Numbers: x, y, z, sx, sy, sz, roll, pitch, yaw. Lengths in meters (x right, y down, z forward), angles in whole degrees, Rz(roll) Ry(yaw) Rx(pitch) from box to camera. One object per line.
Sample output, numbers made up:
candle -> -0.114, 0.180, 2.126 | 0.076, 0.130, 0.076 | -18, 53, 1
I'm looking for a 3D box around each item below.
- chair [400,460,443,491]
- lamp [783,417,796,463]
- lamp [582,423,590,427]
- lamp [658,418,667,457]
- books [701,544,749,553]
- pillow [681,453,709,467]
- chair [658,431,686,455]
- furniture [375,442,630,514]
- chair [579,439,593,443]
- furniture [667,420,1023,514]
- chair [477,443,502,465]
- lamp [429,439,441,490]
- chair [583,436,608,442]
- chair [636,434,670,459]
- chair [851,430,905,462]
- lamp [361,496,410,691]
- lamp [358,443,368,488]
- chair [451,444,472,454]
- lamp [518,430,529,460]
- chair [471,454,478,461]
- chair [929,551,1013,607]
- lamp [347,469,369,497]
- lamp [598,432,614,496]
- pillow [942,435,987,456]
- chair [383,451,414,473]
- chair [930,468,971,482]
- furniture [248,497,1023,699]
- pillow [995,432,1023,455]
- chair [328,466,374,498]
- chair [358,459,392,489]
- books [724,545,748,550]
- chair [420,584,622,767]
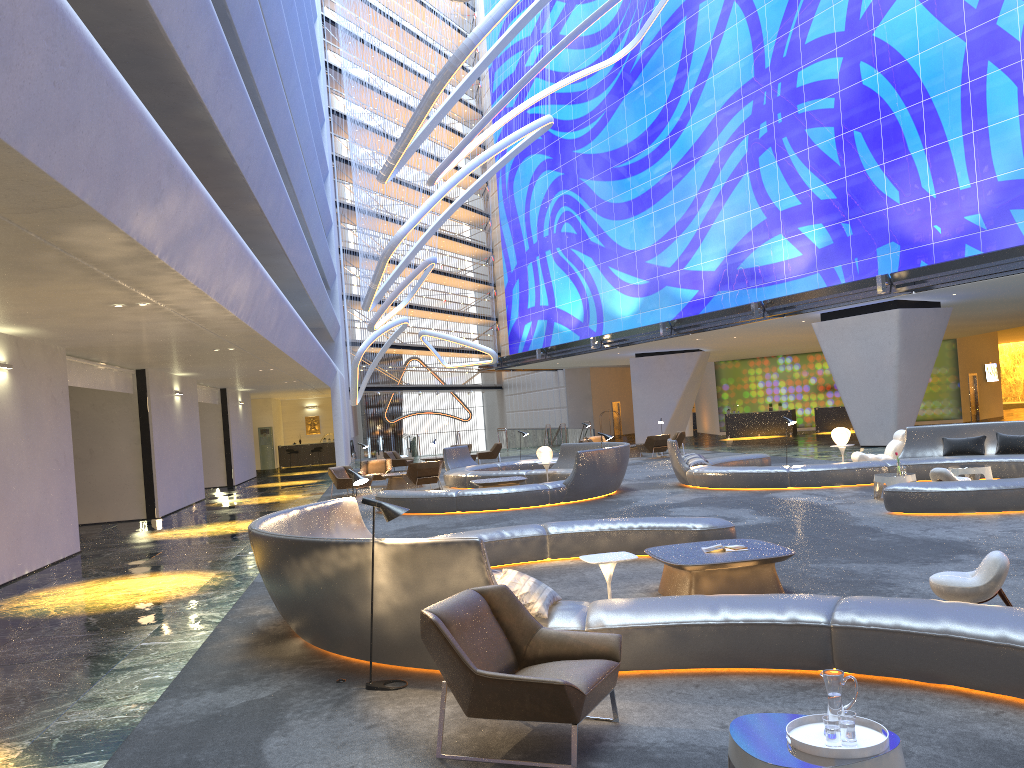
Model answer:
chair -> -2.240, 2.337, 22.362 | 0.928, 0.766, 0.940 | -4, -1, -25
lamp -> 5.974, 1.347, 19.043 | 0.201, 1.300, 0.384 | -4, 0, -33
lamp -> 2.691, 2.036, 32.015 | 0.384, 1.300, 0.202 | -4, 0, 9
lamp -> 4.974, 1.776, 29.361 | 0.202, 1.300, 0.384 | -4, 0, 8
books -> 1.958, 1.504, 8.167 | 0.395, 0.039, 0.301 | -4, -2, 5
pillow -> 3.796, 1.588, 18.662 | 0.692, 0.262, 0.877 | -4, -2, 0
chair -> 5.496, 2.051, 30.601 | 0.938, 0.766, 0.930 | -4, -1, 0
furniture -> 0.285, 1.978, 21.226 | 5.187, 0.969, 9.928 | -4, -2, 8
chair -> 2.771, 2.213, 29.489 | 0.939, 0.766, 0.929 | -5, -1, 25
furniture -> 6.642, 1.343, 16.436 | 5.182, 0.969, 9.938 | -4, -2, -17
chair -> -0.838, 2.596, 32.879 | 0.938, 0.766, 0.930 | -4, -1, -7
lamp -> -1.955, 2.055, 22.637 | 0.202, 1.300, 0.384 | -4, 0, 8
chair -> 3.054, 2.279, 32.009 | 0.929, 0.766, 0.939 | -4, -1, -3
chair -> 4.689, 2.058, 29.086 | 0.928, 0.766, 0.940 | -4, -1, -25
chair -> 7.560, 1.408, 18.047 | 1.157, 0.882, 0.729 | -4, -1, 11
lamp -> -0.843, 1.399, 5.985 | 0.384, 1.300, 0.202 | -4, 0, -9
lamp -> -4.238, 2.315, 25.291 | 0.384, 1.300, 0.202 | -4, 0, 9
chair -> -2.016, 2.726, 34.127 | 0.930, 0.766, 0.938 | -5, -1, 18
lamp -> 0.341, 1.998, 25.900 | 0.384, 1.300, 0.202 | -4, 0, 9
chair -> -1.826, 2.610, 31.183 | 0.931, 0.766, 0.938 | -5, -2, 43
chair -> 3.450, 1.508, 6.638 | 0.587, 0.501, 0.490 | -5, -1, 26
lamp -> -1.722, 1.600, 9.947 | 0.384, 1.300, 0.201 | -4, 0, 41
lamp -> 1.891, 1.605, 17.798 | 0.384, 1.300, 0.202 | -4, 0, 9
pillow -> 8.259, 1.146, 16.211 | 0.770, 0.369, 0.295 | -5, -1, 36
chair -> -4.121, 2.816, 32.251 | 0.939, 0.766, 0.929 | -5, -1, 16
chair -> 7.064, 1.491, 13.882 | 1.783, 0.501, 0.586 | -2, -2, -45
furniture -> 0.722, 1.423, 6.089 | 5.183, 0.969, 9.937 | -4, -2, -12
pillow -> 8.921, 1.055, 15.674 | 0.281, 0.417, 0.760 | -4, -2, -40
chair -> -4.158, 2.492, 22.765 | 0.939, 0.766, 0.929 | -5, -1, 25
chair -> -3.875, 2.558, 25.285 | 0.929, 0.766, 0.939 | -4, -1, -3
books -> 2.056, 1.502, 8.141 | 0.133, 0.012, 0.189 | -4, -2, -19
chair -> 0.061, 1.563, 4.852 | 0.939, 0.766, 0.929 | -5, -1, 25
